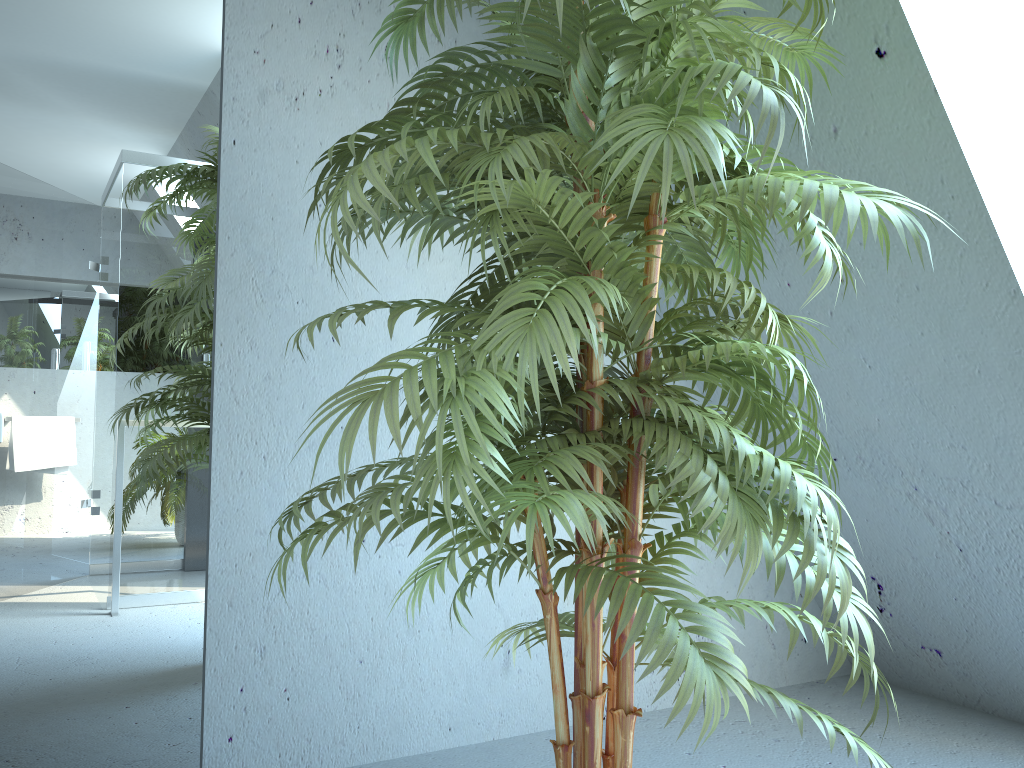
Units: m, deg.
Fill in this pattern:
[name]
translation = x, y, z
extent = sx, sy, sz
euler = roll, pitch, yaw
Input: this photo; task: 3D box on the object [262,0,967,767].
[object]
translation = 0.144, -0.083, 1.391
extent = 0.980, 2.034, 1.020
euler = 0, -3, 19
